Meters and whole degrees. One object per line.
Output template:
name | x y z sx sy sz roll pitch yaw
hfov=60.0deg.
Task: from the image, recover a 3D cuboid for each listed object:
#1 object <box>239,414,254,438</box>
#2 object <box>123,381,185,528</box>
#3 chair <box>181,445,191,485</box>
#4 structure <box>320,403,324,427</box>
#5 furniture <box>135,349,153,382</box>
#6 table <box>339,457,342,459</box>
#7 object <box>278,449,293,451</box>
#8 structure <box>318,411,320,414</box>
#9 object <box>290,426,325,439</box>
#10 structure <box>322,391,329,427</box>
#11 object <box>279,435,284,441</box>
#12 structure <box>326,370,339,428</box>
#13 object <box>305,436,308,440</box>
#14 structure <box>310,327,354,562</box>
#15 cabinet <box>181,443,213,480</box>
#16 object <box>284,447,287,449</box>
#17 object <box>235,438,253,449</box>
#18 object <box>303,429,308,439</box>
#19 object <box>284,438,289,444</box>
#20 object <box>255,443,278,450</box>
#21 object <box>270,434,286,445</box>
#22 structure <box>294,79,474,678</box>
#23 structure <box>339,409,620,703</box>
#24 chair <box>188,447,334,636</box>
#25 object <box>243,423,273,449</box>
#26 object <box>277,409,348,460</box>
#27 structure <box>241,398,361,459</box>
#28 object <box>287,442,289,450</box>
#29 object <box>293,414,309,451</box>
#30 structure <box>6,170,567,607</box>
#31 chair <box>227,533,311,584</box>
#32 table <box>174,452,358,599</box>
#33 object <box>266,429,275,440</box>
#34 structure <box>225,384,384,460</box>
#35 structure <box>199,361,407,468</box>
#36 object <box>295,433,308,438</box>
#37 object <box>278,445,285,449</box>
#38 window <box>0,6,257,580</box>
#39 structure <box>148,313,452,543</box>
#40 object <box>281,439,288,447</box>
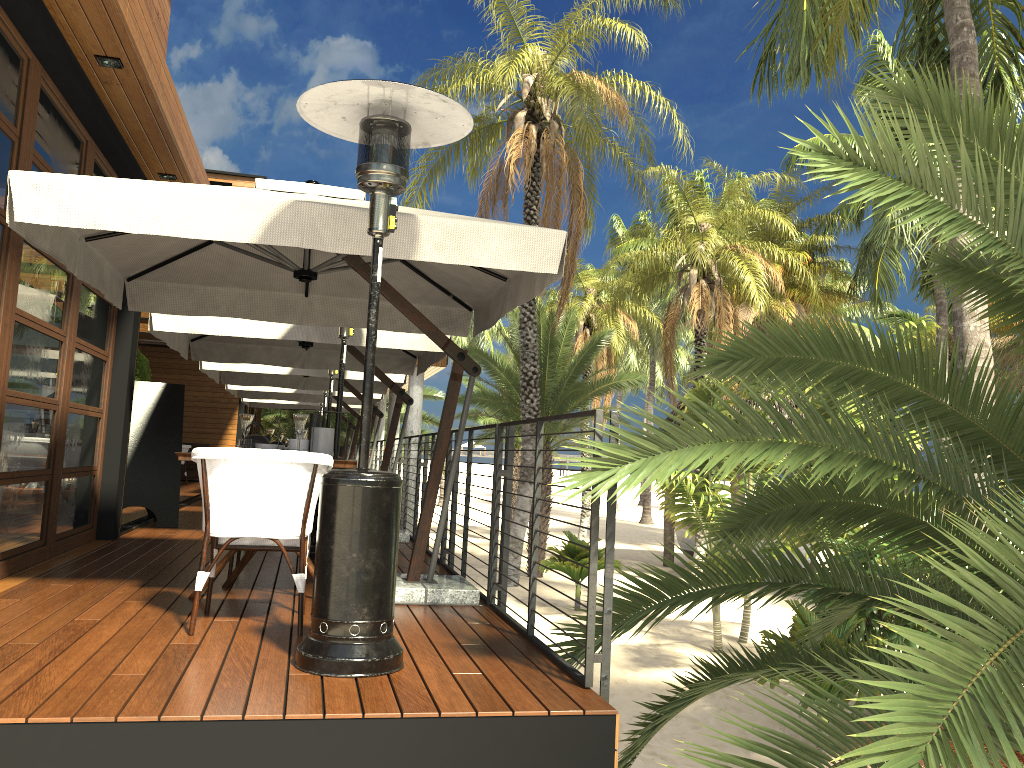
object | -1.517 0.286 5.043 0.082 0.227 0.082 4 -6 -12
object | -3.675 0.667 8.702 0.768 1.400 0.770 6 -7 -28
chair | -6.767 1.595 17.628 0.627 0.790 0.615 -1 -7 33
structure | -3.558 0.940 16.416 0.699 2.197 0.698 6 -7 -25
furniture | -7.436 0.349 14.636 2.614 2.728 2.691 5 -6 -22
table | -2.068 1.018 8.097 0.931 0.751 0.930 4 -6 -13
object | -1.195 0.366 4.675 0.080 0.042 0.080 5 -6 -21
structure | -4.310 1.185 19.663 0.699 2.197 0.698 6 -7 -25
object | -1.869 0.530 8.221 0.263 0.264 0.263 -1 -7 32
structure | -2.808 0.695 13.175 0.699 2.197 0.698 6 -7 -25
object | -3.042 0.783 11.631 0.082 0.227 0.082 5 -6 -23
structure | -2.060 0.451 9.945 0.699 2.197 0.698 6 -7 -25
object | -2.642 0.769 11.244 0.082 0.227 0.082 4 -6 -12
structure | -1.297 0.202 6.648 0.699 2.197 0.698 6 -7 -25
cabinet | -7.436 1.694 19.385 1.610 0.839 0.556 4 -6 -13
object | -2.057 0.597 7.963 0.116 0.065 0.116 4 -5 -9
object | -1.394 0.328 4.614 0.086 0.086 0.086 4 -6 -8
object | -1.883 0.522 7.965 0.082 0.227 0.082 4 -6 -12
object | -3.798 1.030 14.900 0.082 0.227 0.082 4 -6 -12
object | -1.291 0.348 4.653 0.116 0.065 0.116 4 -5 -9
object | -2.161 0.551 8.151 0.168 0.179 0.163 4 -6 -15
structure | -0.554 -0.040 3.440 0.699 2.197 0.698 6 -7 -25
structure | -2.661 1.629 15.916 0.163 1.155 26.226 4 -5 -13
chair | -1.151 0.690 4.011 0.627 0.790 0.616 4 -6 -12
object | -1.395 0.301 4.842 0.168 0.179 0.163 4 -6 -15
object | -1.103 0.280 4.912 0.263 0.264 0.263 -1 -7 32
structure | -4.240 0.986 18.080 2.413 2.337 2.410 4 -6 -13
object | -1.247 0.375 5.073 0.086 0.086 0.086 4 -6 -8
object | -1.117 0.272 4.656 0.082 0.227 0.082 4 -6 -12
structure | -1.207 -0.003 4.976 2.413 2.337 2.410 4 -6 -13
chair | -1.487 0.809 5.570 0.627 0.790 0.616 4 -6 -12
table | -1.307 0.770 4.811 0.931 0.751 0.930 4 -6 -13
object | -2.283 0.535 8.352 0.082 0.227 0.082 4 -6 -12
structure | -3.482 0.739 14.804 2.413 2.337 2.410 4 -6 -13
structure | -2.723 0.491 11.528 2.413 2.337 2.410 4 -6 -13
object | -2.628 0.777 11.500 0.263 0.264 0.263 -1 -7 32
object | -1.350 0.377 5.028 0.116 0.065 0.116 4 -5 -9
window | -10.816 -7.007 20.462 14.473 17.998 38.386 7 -7 -35
structure | -1.965 0.244 8.252 2.413 2.337 2.410 4 -6 -13
object | -2.923 0.798 11.432 0.163 0.179 0.167 4 -6 -11
